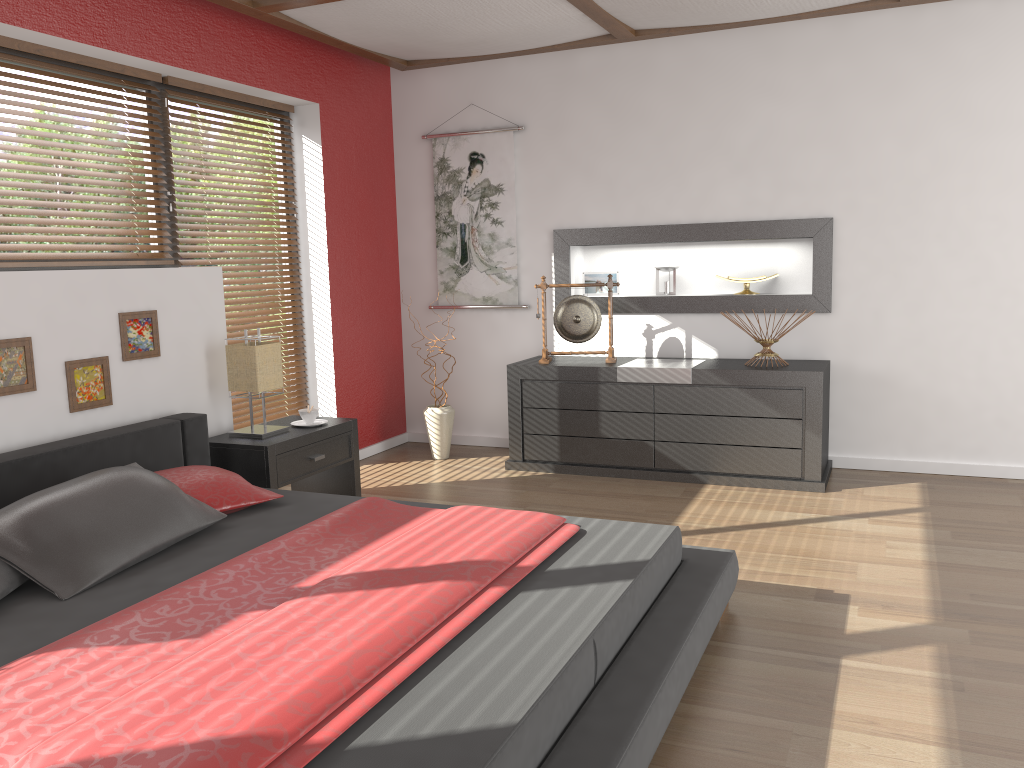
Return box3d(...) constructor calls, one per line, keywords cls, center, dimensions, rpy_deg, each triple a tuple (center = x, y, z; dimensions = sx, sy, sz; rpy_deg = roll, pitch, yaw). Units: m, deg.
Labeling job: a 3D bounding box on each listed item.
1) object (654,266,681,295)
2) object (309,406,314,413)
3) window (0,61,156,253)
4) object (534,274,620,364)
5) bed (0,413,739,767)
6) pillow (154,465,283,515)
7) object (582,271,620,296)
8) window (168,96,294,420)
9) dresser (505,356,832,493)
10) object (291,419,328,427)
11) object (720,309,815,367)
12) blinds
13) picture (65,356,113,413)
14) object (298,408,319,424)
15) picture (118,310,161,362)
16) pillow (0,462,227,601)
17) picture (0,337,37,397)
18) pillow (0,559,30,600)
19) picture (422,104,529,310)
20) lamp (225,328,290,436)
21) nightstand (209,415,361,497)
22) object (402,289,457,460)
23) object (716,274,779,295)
box3d(cls="object", center=(0.929, -0.617, 5.310), dimensions=(0.159, 0.171, 0.159), rpy_deg=(-4, 8, -17))
box3d(cls="object", center=(-0.979, 0.124, 4.320), dimensions=(0.007, 0.007, 0.192), rpy_deg=(-3, 8, -7))
box3d(cls="window", center=(-2.275, -0.810, 2.948), dimensions=(0.020, 0.786, 2.817), rpy_deg=(2, 8, 23))
box3d(cls="object", center=(0.373, -0.375, 5.064), dimensions=(0.490, 0.498, 0.173), rpy_deg=(0, 8, 9))
box3d(cls="bed", center=(-0.822, 0.599, 2.376), dimensions=(2.413, 0.577, 2.469), rpy_deg=(2, 8, 23))
box3d(cls="pillow", center=(-1.248, 0.410, 3.188), dimensions=(0.418, 0.172, 0.745), rpy_deg=(5, 11, 42))
box3d(cls="object", center=(0.545, -0.616, 5.440), dimensions=(0.226, 0.146, 0.041), rpy_deg=(-1, 8, 3))
box3d(cls="window", center=(-1.487, -0.537, 4.791), dimensions=(0.020, 1.893, 0.889), rpy_deg=(2, 8, 23))
box3d(cls="dresser", center=(0.857, 0.180, 4.962), dimensions=(1.740, 0.608, 0.540), rpy_deg=(2, 8, 23))
box3d(cls="object", center=(-0.991, 0.193, 4.339), dimensions=(0.179, 0.012, 0.179), rpy_deg=(-8, 10, -41))
box3d(cls="object", center=(1.343, -0.242, 4.674), dimensions=(0.481, 0.282, 0.481), rpy_deg=(-3, 8, -10))
box3d(cls="blinds", center=(-2.197, -0.235, 2.996), dimensions=(0.032, 1.952, 4.840), rpy_deg=(2, 8, 23))
box3d(cls="picture", center=(-1.671, 0.000, 3.508), dimensions=(0.010, 0.200, 0.200), rpy_deg=(2, 8, 23))
box3d(cls="object", center=(-0.992, 0.160, 4.335), dimensions=(0.099, 0.069, 0.099), rpy_deg=(-8, 10, -41))
box3d(cls="picture", center=(-1.567, -0.205, 3.736), dimensions=(0.010, 0.200, 0.200), rpy_deg=(2, 8, 23))
box3d(cls="pillow", center=(-1.280, 0.417, 2.763), dimensions=(0.386, 0.241, 0.744), rpy_deg=(1, 8, 19))
box3d(cls="picture", center=(-1.809, -0.061, 3.186), dimensions=(0.010, 0.200, 0.200), rpy_deg=(2, 8, 23))
box3d(cls="pillow", center=(-1.560, 0.535, 2.339), dimensions=(0.418, 0.172, 0.745), rpy_deg=(-2, 8, -1))
box3d(cls="picture", center=(-0.235, -1.105, 5.569), dimensions=(0.701, 1.270, 0.028), rpy_deg=(2, 8, 23))
box3d(cls="lamp", center=(-1.188, -0.017, 4.109), dimensions=(0.200, 0.480, 0.200), rpy_deg=(2, 8, 23))
box3d(cls="nightstand", center=(-1.091, 0.425, 4.264), dimensions=(0.413, 0.423, 0.700), rpy_deg=(2, 8, 23))
box3d(cls="object", center=(-0.480, -0.049, 5.342), dimensions=(0.364, 1.035, 0.422), rpy_deg=(-2, 8, -1))
box3d(cls="object", center=(1.353, -0.573, 5.113), dimensions=(0.350, 0.116, 0.181), rpy_deg=(0, 8, 13))
